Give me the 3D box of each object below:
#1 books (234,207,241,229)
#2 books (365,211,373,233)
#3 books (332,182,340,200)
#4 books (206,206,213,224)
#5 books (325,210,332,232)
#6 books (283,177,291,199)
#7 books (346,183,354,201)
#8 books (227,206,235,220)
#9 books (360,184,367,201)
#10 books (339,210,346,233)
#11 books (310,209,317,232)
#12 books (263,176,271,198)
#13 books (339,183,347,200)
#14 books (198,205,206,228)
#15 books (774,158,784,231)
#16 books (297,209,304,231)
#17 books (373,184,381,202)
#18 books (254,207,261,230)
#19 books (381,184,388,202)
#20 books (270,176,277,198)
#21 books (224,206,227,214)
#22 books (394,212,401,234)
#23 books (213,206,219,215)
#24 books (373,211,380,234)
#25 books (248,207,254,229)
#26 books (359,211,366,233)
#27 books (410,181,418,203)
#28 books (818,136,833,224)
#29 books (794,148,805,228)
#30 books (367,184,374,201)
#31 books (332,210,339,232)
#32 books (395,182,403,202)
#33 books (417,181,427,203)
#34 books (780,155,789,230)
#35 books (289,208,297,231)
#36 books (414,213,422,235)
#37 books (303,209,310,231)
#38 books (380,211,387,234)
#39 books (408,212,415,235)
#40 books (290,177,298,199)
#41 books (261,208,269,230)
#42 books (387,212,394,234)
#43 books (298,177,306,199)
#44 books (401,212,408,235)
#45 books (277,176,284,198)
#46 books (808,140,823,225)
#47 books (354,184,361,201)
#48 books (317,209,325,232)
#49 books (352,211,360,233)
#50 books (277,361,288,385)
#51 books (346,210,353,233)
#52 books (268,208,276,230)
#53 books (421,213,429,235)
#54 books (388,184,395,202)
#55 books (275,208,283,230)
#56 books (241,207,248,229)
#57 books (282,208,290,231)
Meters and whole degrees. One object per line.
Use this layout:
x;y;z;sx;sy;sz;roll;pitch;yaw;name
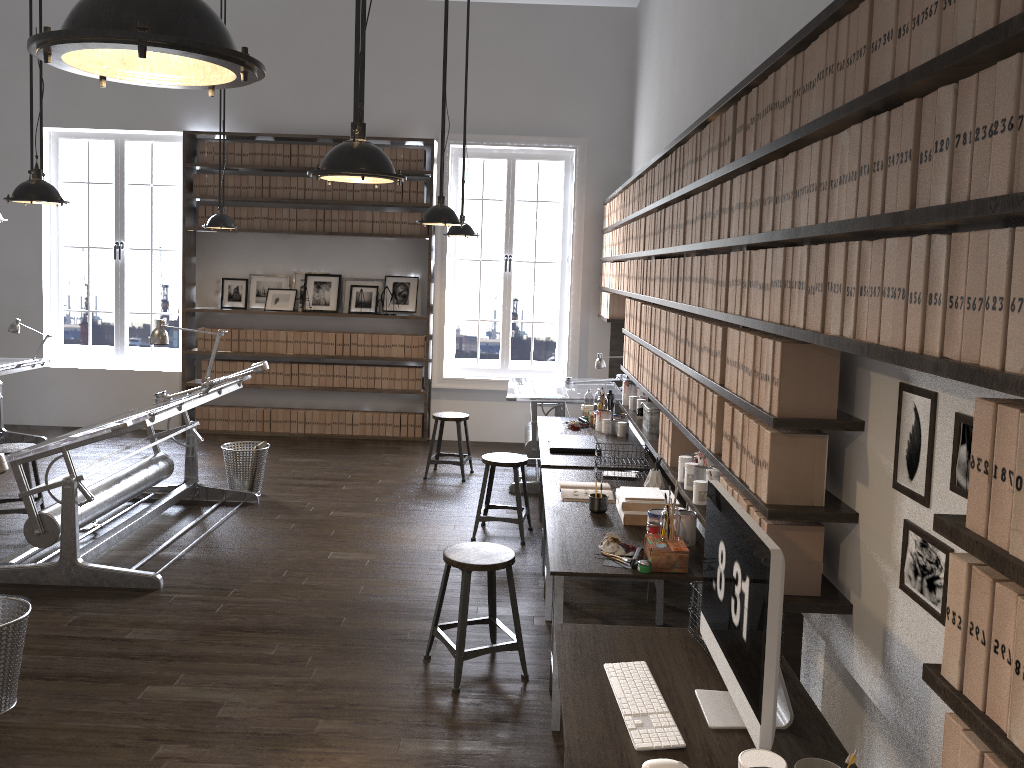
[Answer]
-2.733;-1.666;8.914;0.067;0.225;0.175;2;6;1;books
-1.422;-1.618;8.897;0.067;0.224;0.175;2;6;1;books
-1.748;-1.941;8.880;0.067;0.225;0.175;2;6;1;books
-3.021;-1.675;8.913;0.067;0.225;0.175;2;6;1;books
-1.832;-1.634;8.905;0.067;0.225;0.175;2;6;1;books
-2.239;-1.957;8.879;0.067;0.225;0.175;2;6;1;books
-1.608;-1.935;8.873;0.067;0.225;0.175;2;6;1;books
-2.804;-1.668;8.915;0.067;0.225;0.175;2;6;1;books
-1.473;-1.930;8.875;0.067;0.224;0.175;2;6;1;books
-1.690;-1.628;8.903;0.067;0.225;0.175;2;6;1;books
-1.981;-1.639;8.906;0.067;0.224;0.175;2;6;1;books
-2.442;-1.965;8.882;0.067;0.225;0.175;2;6;1;books
-1.678;-1.938;8.878;0.067;0.225;0.175;2;6;1;books
-3.095;-1.678;8.919;0.067;0.224;0.175;2;6;1;books
0.888;-0.563;2.665;0.174;0.225;0.067;2;5;1;books
-2.110;-1.643;8.901;0.067;0.225;0.175;2;6;1;books
-1.339;-1.926;8.875;0.067;0.225;0.175;2;6;1;books
-2.536;-1.658;8.909;0.067;0.224;0.175;2;6;1;books
-1.268;-1.923;8.874;0.067;0.225;0.175;2;6;1;books
-2.368;-1.962;8.887;0.067;0.224;0.175;2;6;1;books
-2.875;-1.670;8.912;0.067;0.225;0.175;2;6;1;books
-1.140;-1.609;8.893;0.067;0.225;0.175;2;6;1;books
-2.946;-1.673;8.918;0.067;0.225;0.175;2;6;1;books
-1.350;-1.616;8.894;0.067;0.225;0.175;2;6;1;books
-2.599;-1.661;8.912;0.067;0.224;0.175;2;6;1;books
-1.485;-1.621;8.899;0.067;0.224;0.175;2;6;1;books
-0.977;-1.913;8.871;0.067;0.224;0.175;2;6;1;books
0.882;-0.511;2.255;0.174;0.225;0.067;2;5;1;books
0.884;-0.537;2.460;0.174;0.224;0.067;2;5;1;books
-1.406;-1.927;8.870;0.067;0.225;0.175;2;6;1;books
-1.761;-1.630;8.899;0.067;0.225;0.175;2;6;1;books
-1.126;-1.918;8.873;0.067;0.225;0.175;2;6;1;books
-0.901;-1.910;8.868;0.067;0.224;0.175;2;6;1;books
0.887;-0.554;2.594;0.174;0.225;0.067;2;5;1;books
-2.182;-1.645;8.902;0.067;0.225;0.175;2;6;1;books
-0.938;-1.601;8.892;0.067;0.224;0.175;2;6;1;books
-2.046;-1.641;8.905;0.067;0.224;0.175;2;6;1;books
-1.279;-1.614;8.897;0.067;0.225;0.175;2;6;1;books
-1.001;-1.603;8.888;0.067;0.225;0.175;2;6;1;books
-2.167;-1.954;8.878;0.067;0.225;0.175;2;6;1;books
-2.464;-1.655;8.907;0.067;0.225;0.175;2;6;1;books
-1.210;-1.611;8.898;0.067;0.225;0.175;2;6;1;books
-2.094;-1.952;8.881;0.067;0.225;0.175;2;6;1;books
-1.068;-1.605;8.889;0.067;0.225;0.175;2;6;1;books
-2.302;-1.960;8.884;0.067;0.224;0.175;2;6;1;books
0.879;-0.520;2.325;0.174;0.225;0.067;2;5;1;books
-1.536;-1.932;8.874;0.067;0.224;0.175;2;6;1;books
-1.907;-1.636;8.900;0.067;0.225;0.175;2;6;1;books
-1.552;-1.623;8.895;0.067;0.225;0.175;2;6;1;books
-2.339;-0.111;9.024;0.067;0.225;0.175;2;6;1;books
-1.619;-1.626;8.902;0.067;0.225;0.175;2;6;1;books
-2.394;-1.653;8.910;0.067;0.225;0.175;2;6;1;books
-0.868;-1.599;8.892;0.067;0.225;0.175;2;6;1;books
-1.197;-1.920;8.869;0.067;0.225;0.175;2;6;1;books
-2.324;-1.651;8.911;0.067;0.225;0.175;2;6;1;books
-2.666;-1.662;8.908;0.067;0.225;0.175;2;6;1;books
-2.254;-1.648;8.906;0.067;0.225;0.175;2;6;1;books
